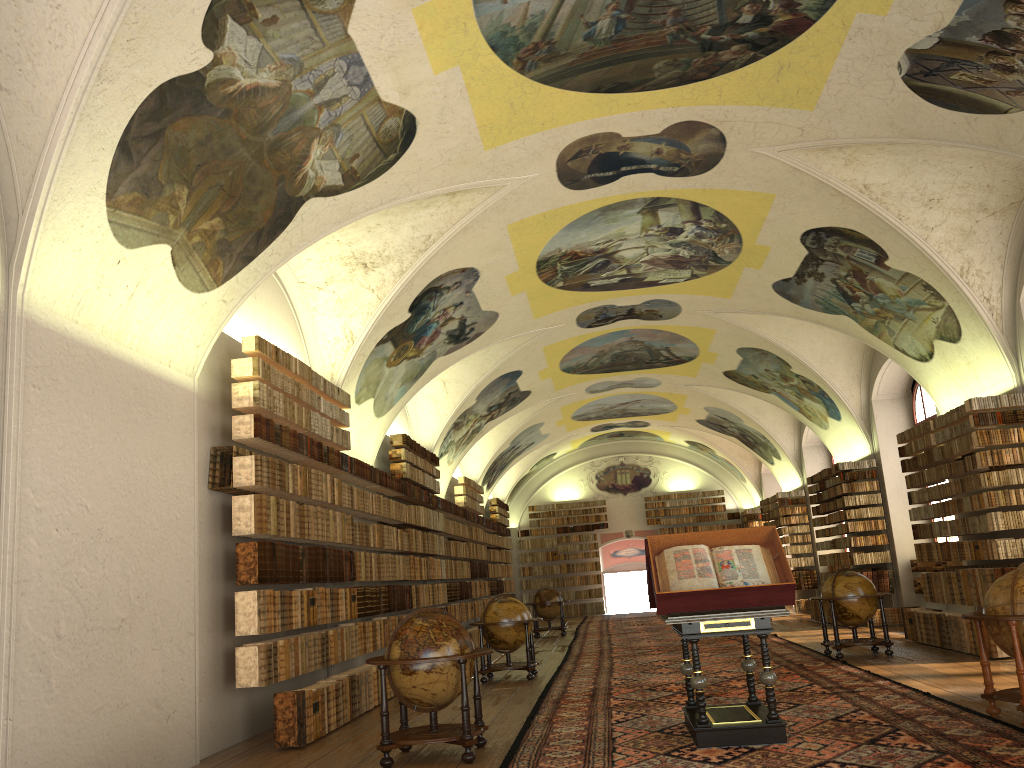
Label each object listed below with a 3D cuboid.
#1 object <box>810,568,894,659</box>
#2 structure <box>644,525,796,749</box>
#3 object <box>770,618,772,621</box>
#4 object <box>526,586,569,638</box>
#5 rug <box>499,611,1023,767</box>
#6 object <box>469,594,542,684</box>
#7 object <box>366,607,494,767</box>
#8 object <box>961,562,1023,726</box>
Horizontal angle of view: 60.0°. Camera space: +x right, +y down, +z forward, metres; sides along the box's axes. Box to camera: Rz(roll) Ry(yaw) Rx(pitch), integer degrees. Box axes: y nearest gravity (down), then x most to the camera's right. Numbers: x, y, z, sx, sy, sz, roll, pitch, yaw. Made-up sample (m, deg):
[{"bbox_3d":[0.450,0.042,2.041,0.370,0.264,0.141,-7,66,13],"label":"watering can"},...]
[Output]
[{"bbox_3d":[5.703,3.817,14.893,1.280,1.443,1.283,3,-14,-32],"label":"object"},{"bbox_3d":[2.061,2.474,8.829,1.245,1.973,1.898,-6,-12,5],"label":"structure"},{"bbox_3d":[6.871,6.113,25.562,1.280,1.443,1.282,6,-16,-41],"label":"object"},{"bbox_3d":[1.073,6.684,26.099,1.280,1.443,1.282,6,-16,-41],"label":"object"},{"bbox_3d":[3.348,5.471,18.371,4.705,0.064,37.047,-6,-13,5],"label":"rug"},{"bbox_3d":[-0.090,4.385,15.418,1.282,1.443,1.281,-15,-16,42],"label":"object"},{"bbox_3d":[-0.806,2.977,8.876,1.280,1.443,1.283,3,-14,-32],"label":"object"},{"bbox_3d":[4.985,2.409,8.351,1.282,1.443,1.281,-15,-16,42],"label":"object"}]
